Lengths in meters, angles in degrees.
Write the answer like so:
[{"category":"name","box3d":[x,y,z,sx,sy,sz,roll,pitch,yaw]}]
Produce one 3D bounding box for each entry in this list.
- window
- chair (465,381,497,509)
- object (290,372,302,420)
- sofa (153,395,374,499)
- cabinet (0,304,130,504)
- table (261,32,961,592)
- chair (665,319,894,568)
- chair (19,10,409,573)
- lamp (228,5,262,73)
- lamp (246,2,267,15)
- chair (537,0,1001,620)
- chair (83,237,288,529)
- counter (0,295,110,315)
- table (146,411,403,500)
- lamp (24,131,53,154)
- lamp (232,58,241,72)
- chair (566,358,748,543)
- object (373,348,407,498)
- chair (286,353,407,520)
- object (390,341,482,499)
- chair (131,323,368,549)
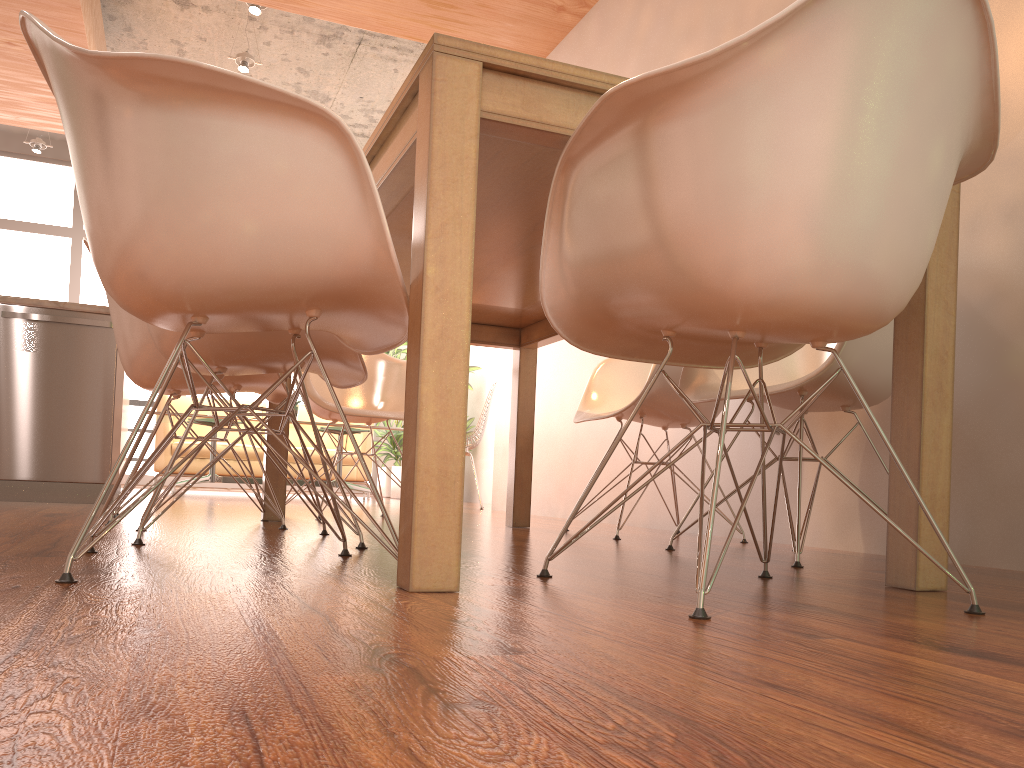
[{"category":"window","box3d":[-5.206,-0.774,8.197,8.558,3.271,0.062,5,-2,-21]},{"category":"chair","box3d":[-0.392,0.421,6.234,0.561,0.898,0.545,3,-3,-1]},{"category":"object","box3d":[-1.636,0.008,6.649,0.298,0.588,0.372,4,-3,-27]},{"category":"sofa","box3d":[-2.205,0.560,7.834,1.801,0.835,0.883,5,-5,-21]},{"category":"cabinet","box3d":[-2.130,-0.793,2.412,1.913,2.266,4.269,4,-6,-21]},{"category":"table","box3d":[-0.034,0.033,2.421,1.025,0.806,2.085,4,-6,-21]},{"category":"chair","box3d":[0.834,0.046,2.414,0.642,0.858,0.687,4,-4,-31]},{"category":"chair","box3d":[-0.506,-0.124,1.520,0.642,0.846,0.687,4,-4,-26]},{"category":"lamp","box3d":[-1.816,-2.377,6.035,0.134,0.481,0.199,1,-2,36]},{"category":"lamp","box3d":[-1.515,-2.453,5.270,0.134,0.481,0.199,1,-2,36]},{"category":"chair","box3d":[0.403,-0.091,1.407,0.684,0.858,0.646,4,-4,-26]},{"category":"chair","box3d":[-1.037,0.012,2.820,0.642,0.858,0.687,4,-4,-26]},{"category":"counter","box3d":[-1.728,-1.078,3.212,3.215,1.342,3.086,5,-6,-21]},{"category":"table","box3d":[-1.749,0.577,6.633,1.870,0.558,0.945,5,-6,-21]},{"category":"lamp","box3d":[-4.162,-2.276,7.770,0.134,0.481,0.199,1,-2,36]},{"category":"lamp","box3d":[-2.118,-2.300,6.800,0.134,0.481,0.199,1,-2,36]},{"category":"chair","box3d":[0.573,0.133,3.256,0.642,0.858,0.687,4,-4,-21]},{"category":"object","box3d":[-1.073,0.124,9.066,1.080,2.099,0.970,3,-2,-3]},{"category":"chair","box3d":[-0.666,0.139,3.766,0.684,0.858,0.645,5,-4,-36]},{"category":"object","box3d":[-0.811,0.062,8.441,0.966,2.099,1.084,3,-2,-8]},{"category":"chair","box3d":[-0.692,-0.047,2.193,0.642,0.858,0.687,4,-4,-26]}]
